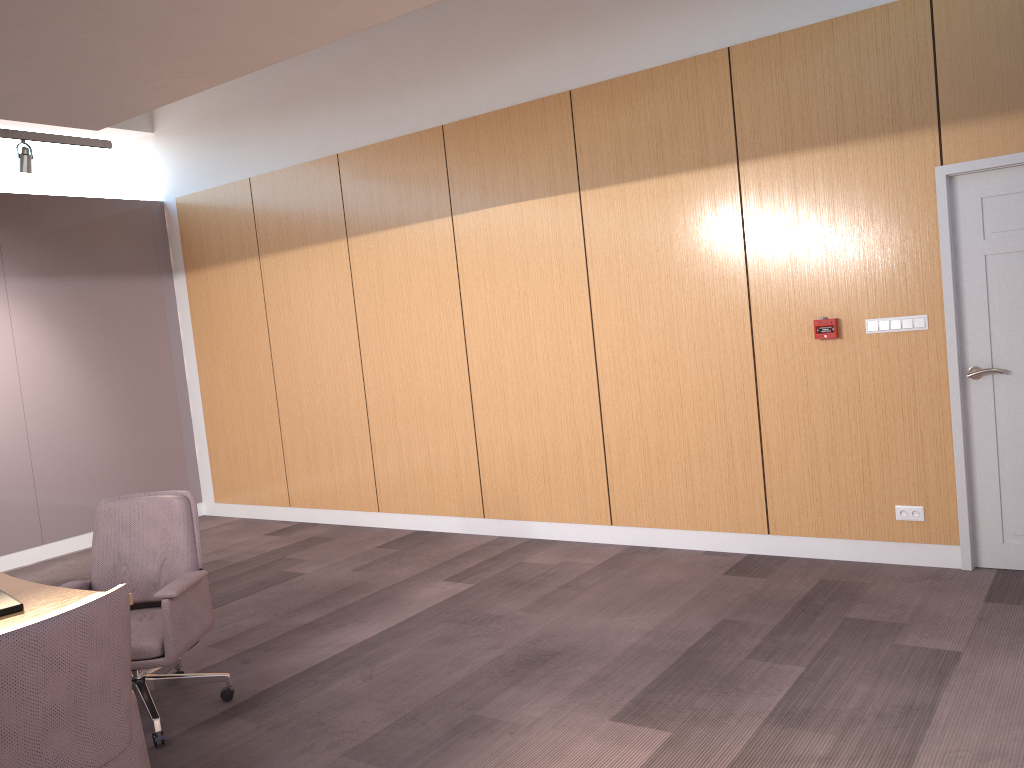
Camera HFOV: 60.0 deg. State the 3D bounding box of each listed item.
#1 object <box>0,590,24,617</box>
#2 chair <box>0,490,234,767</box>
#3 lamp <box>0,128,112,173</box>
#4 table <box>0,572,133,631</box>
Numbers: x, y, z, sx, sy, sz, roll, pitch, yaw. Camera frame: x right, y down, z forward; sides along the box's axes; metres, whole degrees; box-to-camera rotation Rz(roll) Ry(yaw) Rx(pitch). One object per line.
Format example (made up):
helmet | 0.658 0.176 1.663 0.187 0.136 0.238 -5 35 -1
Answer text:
object | -1.913 0.803 3.169 0.231 0.026 0.325 -10 6 -42
chair | -4.102 1.538 0.185 3.001 0.948 9.673 -3 5 36
lamp | -4.156 -1.608 0.230 5.699 1.321 12.467 -3 5 35
table | -4.024 1.625 0.274 1.885 0.748 8.000 -3 5 35
